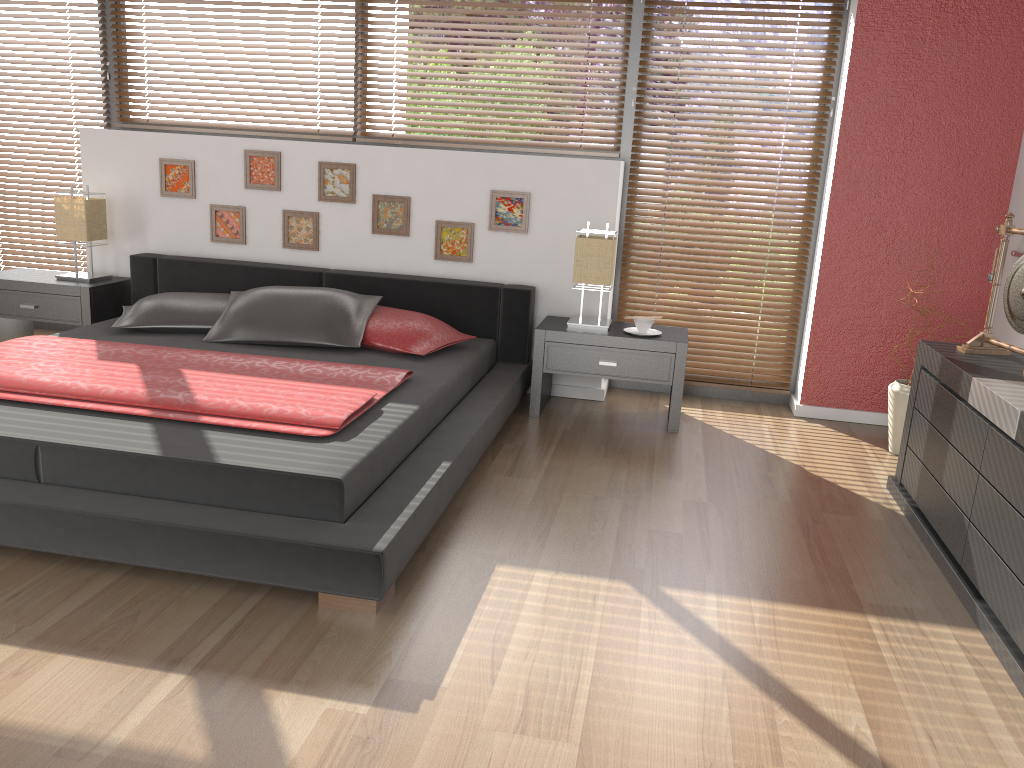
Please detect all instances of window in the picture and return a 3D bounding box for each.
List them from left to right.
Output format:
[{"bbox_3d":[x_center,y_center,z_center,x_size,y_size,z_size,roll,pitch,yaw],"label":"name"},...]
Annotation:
[{"bbox_3d":[-2.753,-1.412,5.189,0.889,1.893,0.020,6,14,9],"label":"window"},{"bbox_3d":[-0.803,-1.738,4.742,2.817,0.786,0.020,6,14,9],"label":"window"},{"bbox_3d":[1.077,-1.014,4.560,0.889,1.893,0.020,6,14,9],"label":"window"}]

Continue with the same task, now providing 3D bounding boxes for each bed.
[{"bbox_3d":[-1.307,-0.069,3.566,2.469,0.577,2.413,6,14,9],"label":"bed"}]

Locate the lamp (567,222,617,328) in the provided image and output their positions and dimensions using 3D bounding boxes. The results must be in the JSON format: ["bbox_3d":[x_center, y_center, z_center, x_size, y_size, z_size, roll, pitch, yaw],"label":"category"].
[{"bbox_3d":[0.390,-0.527,4.223,0.200,0.480,0.200,6,14,9],"label":"lamp"}]

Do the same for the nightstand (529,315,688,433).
[{"bbox_3d":[0.471,-0.059,4.278,0.700,0.423,0.413,6,14,9],"label":"nightstand"}]

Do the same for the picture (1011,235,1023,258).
[{"bbox_3d":[2.210,-1.103,3.463,0.028,1.270,0.701,6,14,9],"label":"picture"}]

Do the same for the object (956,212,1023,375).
[{"bbox_3d":[1.718,-0.305,2.933,0.173,0.498,0.490,2,14,-5],"label":"object"}]

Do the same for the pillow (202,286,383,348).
[{"bbox_3d":[-1.002,-0.319,4.054,0.744,0.241,0.386,5,14,5],"label":"pillow"}]

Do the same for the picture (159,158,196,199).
[{"bbox_3d":[-1.778,-1.091,4.712,0.200,0.200,0.010,6,14,9],"label":"picture"}]

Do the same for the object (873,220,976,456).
[{"bbox_3d":[1.730,-0.196,3.881,0.422,1.035,0.364,0,15,-15],"label":"object"}]

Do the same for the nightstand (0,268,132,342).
[{"bbox_3d":[-2.451,-0.362,4.758,0.700,0.423,0.413,6,14,9],"label":"nightstand"}]

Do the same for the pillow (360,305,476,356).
[{"bbox_3d":[-0.588,-0.260,4.136,0.745,0.172,0.418,11,16,28],"label":"pillow"}]

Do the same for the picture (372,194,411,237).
[{"bbox_3d":[-0.621,-0.865,4.547,0.200,0.200,0.010,6,14,9],"label":"picture"}]

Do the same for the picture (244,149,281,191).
[{"bbox_3d":[-1.298,-1.112,4.616,0.200,0.200,0.010,6,14,9],"label":"picture"}]

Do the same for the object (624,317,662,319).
[{"bbox_3d":[0.609,-0.307,4.117,0.192,0.007,0.007,-2,15,-20],"label":"object"}]

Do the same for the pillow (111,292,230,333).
[{"bbox_3d":[-1.493,-0.341,4.231,0.745,0.172,0.418,0,15,-15],"label":"pillow"}]

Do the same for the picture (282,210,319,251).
[{"bbox_3d":[-1.109,-0.806,4.654,0.200,0.200,0.010,6,14,9],"label":"picture"}]

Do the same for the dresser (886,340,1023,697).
[{"bbox_3d":[1.617,0.344,2.586,0.540,0.608,1.740,6,14,9],"label":"dresser"}]

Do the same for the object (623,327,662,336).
[{"bbox_3d":[0.611,-0.242,4.149,0.179,0.012,0.179,13,17,33],"label":"object"}]

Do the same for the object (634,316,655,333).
[{"bbox_3d":[0.613,-0.274,4.141,0.099,0.069,0.099,13,17,33],"label":"object"}]

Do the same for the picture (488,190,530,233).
[{"bbox_3d":[-0.014,-0.861,4.433,0.200,0.200,0.010,6,14,9],"label":"picture"}]

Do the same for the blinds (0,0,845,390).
[{"bbox_3d":[-0.854,-1.163,4.818,4.840,1.952,0.032,6,14,9],"label":"blinds"}]

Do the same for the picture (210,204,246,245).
[{"bbox_3d":[-1.512,-0.849,4.720,0.200,0.200,0.010,6,14,9],"label":"picture"}]

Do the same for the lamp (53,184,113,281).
[{"bbox_3d":[-2.259,-0.802,4.658,0.200,0.480,0.200,6,14,9],"label":"lamp"}]

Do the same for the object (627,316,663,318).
[{"bbox_3d":[0.621,-0.311,4.137,0.192,0.007,0.007,-3,16,-25],"label":"object"}]

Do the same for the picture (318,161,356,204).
[{"bbox_3d":[-0.900,-1.036,4.559,0.200,0.200,0.010,6,14,9],"label":"picture"}]

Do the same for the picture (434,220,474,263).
[{"bbox_3d":[-0.295,-0.726,4.519,0.200,0.200,0.010,6,14,9],"label":"picture"}]
